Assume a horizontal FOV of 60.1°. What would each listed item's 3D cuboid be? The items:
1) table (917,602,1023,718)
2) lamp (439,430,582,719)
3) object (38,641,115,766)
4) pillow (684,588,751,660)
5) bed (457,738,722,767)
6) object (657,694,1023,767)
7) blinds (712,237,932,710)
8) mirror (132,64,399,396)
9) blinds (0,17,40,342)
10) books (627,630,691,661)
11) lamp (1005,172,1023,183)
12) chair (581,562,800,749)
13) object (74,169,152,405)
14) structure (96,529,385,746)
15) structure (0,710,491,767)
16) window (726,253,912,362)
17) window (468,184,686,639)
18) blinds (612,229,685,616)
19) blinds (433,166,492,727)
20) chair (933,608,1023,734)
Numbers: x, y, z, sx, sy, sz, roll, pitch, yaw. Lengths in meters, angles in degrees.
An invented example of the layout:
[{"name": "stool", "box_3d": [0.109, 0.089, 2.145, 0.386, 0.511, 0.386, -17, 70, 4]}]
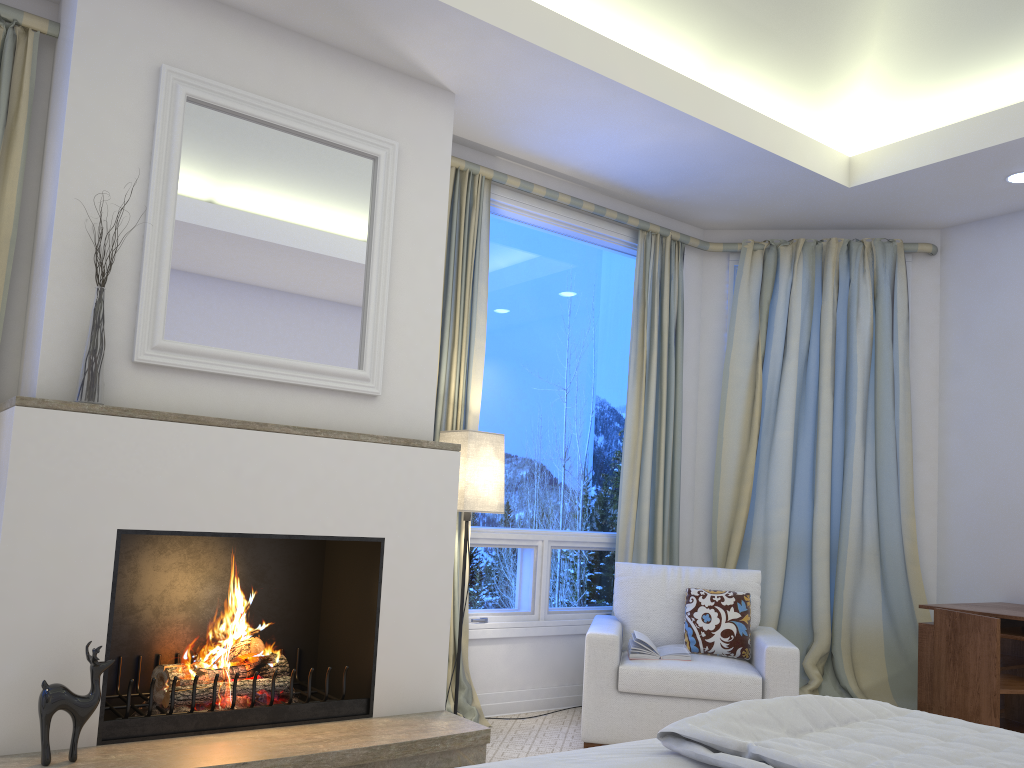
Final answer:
[{"name": "table", "box_3d": [2.279, 1.247, 3.601, 0.743, 0.597, 0.902, 8, -9, -36]}, {"name": "lamp", "box_3d": [0.486, 0.950, 4.331, 0.319, 1.200, 2.374, -2, -9, 42]}, {"name": "object", "box_3d": [-1.156, 0.847, 2.351, 0.096, 0.306, 0.180, -2, -8, 40]}, {"name": "pillow", "box_3d": [0.856, 0.997, 3.691, 0.275, 0.271, 0.136, 2, -6, 8]}, {"name": "bed", "box_3d": [0.702, 0.626, 0.707, 1.976, 0.810, 2.024, 9, -10, -37]}, {"name": "object", "box_3d": [0.745, 0.779, 1.406, 0.917, 0.464, 0.719, 10, -10, -40]}, {"name": "blinds", "box_3d": [1.478, 0.415, 4.470, 1.770, 2.406, 0.297, 2, -6, 11]}, {"name": "mirror", "box_3d": [-0.783, -0.477, 2.968, 0.843, 0.935, 0.039, 8, -7, -36]}, {"name": "blinds", "box_3d": [-1.758, -0.021, 2.562, 0.662, 2.356, 0.228, 7, -6, -32]}, {"name": "books", "box_3d": [0.584, 1.045, 3.530, 0.237, 0.088, 0.194, 2, -8, 5]}, {"name": "lamp", "box_3d": [2.268, -0.911, 3.933, 0.137, 0.014, 0.138, -1, -9, 25]}, {"name": "chair", "box_3d": [0.720, 1.117, 3.663, 0.806, 0.700, 0.692, 2, -7, 9]}, {"name": "object", "box_3d": [-1.172, -0.284, 2.574, 0.193, 0.689, 0.190, 4, -6, -8]}, {"name": "structure", "box_3d": [-0.949, 0.799, 2.976, 0.877, 0.612, 0.477, 9, -8, -36]}, {"name": "structure", "box_3d": [-0.732, 1.150, 2.619, 1.460, 0.171, 0.330, 9, -10, -36]}, {"name": "window", "box_3d": [-0.821, -0.080, 2.949, 6.869, 2.016, 0.815, 9, -8, -36]}, {"name": "window", "box_3d": [0.217, 0.176, 4.297, 1.518, 2.016, 0.206, 8, -7, -36]}, {"name": "blinds", "box_3d": [0.762, 0.376, 4.381, 0.783, 2.377, 0.295, 8, -7, -41]}, {"name": "blinds", "box_3d": [-0.252, 0.218, 3.718, 0.482, 2.387, 0.163, 7, -7, -36]}, {"name": "chair", "box_3d": [1.859, 1.182, 3.357, 0.340, 0.607, 0.342, 4, -6, -11]}]
